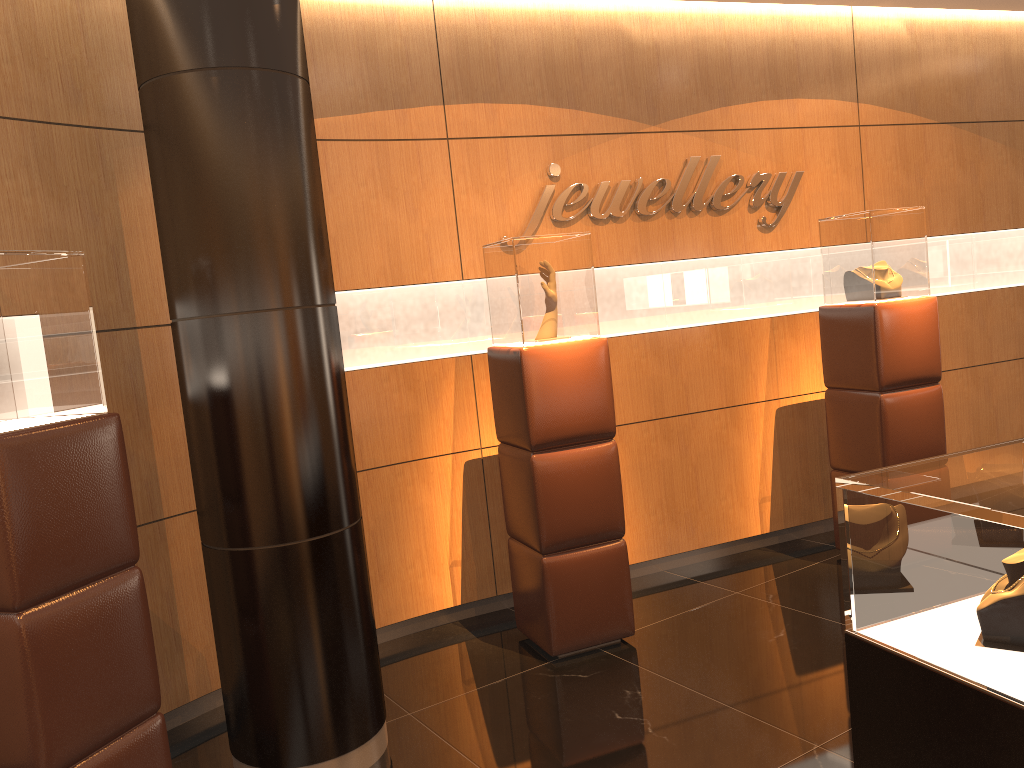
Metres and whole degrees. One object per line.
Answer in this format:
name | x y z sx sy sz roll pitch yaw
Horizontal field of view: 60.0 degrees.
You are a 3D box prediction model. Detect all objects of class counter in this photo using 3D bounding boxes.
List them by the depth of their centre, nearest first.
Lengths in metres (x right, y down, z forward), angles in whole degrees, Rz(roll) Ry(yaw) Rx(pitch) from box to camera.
counter | 2.087 0.654 2.320 2.514 1.173 0.615 -8 6 -21

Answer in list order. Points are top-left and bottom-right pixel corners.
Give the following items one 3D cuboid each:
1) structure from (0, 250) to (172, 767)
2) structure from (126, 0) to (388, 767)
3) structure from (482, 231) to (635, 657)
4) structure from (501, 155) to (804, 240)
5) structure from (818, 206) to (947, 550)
structure | -1.460 0.621 2.697 0.484 2.000 0.498 -4 6 23
structure | -0.977 -0.218 3.402 0.613 3.430 0.613 -8 6 -17
structure | 0.217 0.289 4.374 0.484 2.000 0.498 -8 6 -22
structure | 0.873 -1.087 5.155 2.050 0.442 0.034 -8 6 -21
structure | 2.138 0.003 5.125 0.484 1.968 0.498 -8 6 -22
